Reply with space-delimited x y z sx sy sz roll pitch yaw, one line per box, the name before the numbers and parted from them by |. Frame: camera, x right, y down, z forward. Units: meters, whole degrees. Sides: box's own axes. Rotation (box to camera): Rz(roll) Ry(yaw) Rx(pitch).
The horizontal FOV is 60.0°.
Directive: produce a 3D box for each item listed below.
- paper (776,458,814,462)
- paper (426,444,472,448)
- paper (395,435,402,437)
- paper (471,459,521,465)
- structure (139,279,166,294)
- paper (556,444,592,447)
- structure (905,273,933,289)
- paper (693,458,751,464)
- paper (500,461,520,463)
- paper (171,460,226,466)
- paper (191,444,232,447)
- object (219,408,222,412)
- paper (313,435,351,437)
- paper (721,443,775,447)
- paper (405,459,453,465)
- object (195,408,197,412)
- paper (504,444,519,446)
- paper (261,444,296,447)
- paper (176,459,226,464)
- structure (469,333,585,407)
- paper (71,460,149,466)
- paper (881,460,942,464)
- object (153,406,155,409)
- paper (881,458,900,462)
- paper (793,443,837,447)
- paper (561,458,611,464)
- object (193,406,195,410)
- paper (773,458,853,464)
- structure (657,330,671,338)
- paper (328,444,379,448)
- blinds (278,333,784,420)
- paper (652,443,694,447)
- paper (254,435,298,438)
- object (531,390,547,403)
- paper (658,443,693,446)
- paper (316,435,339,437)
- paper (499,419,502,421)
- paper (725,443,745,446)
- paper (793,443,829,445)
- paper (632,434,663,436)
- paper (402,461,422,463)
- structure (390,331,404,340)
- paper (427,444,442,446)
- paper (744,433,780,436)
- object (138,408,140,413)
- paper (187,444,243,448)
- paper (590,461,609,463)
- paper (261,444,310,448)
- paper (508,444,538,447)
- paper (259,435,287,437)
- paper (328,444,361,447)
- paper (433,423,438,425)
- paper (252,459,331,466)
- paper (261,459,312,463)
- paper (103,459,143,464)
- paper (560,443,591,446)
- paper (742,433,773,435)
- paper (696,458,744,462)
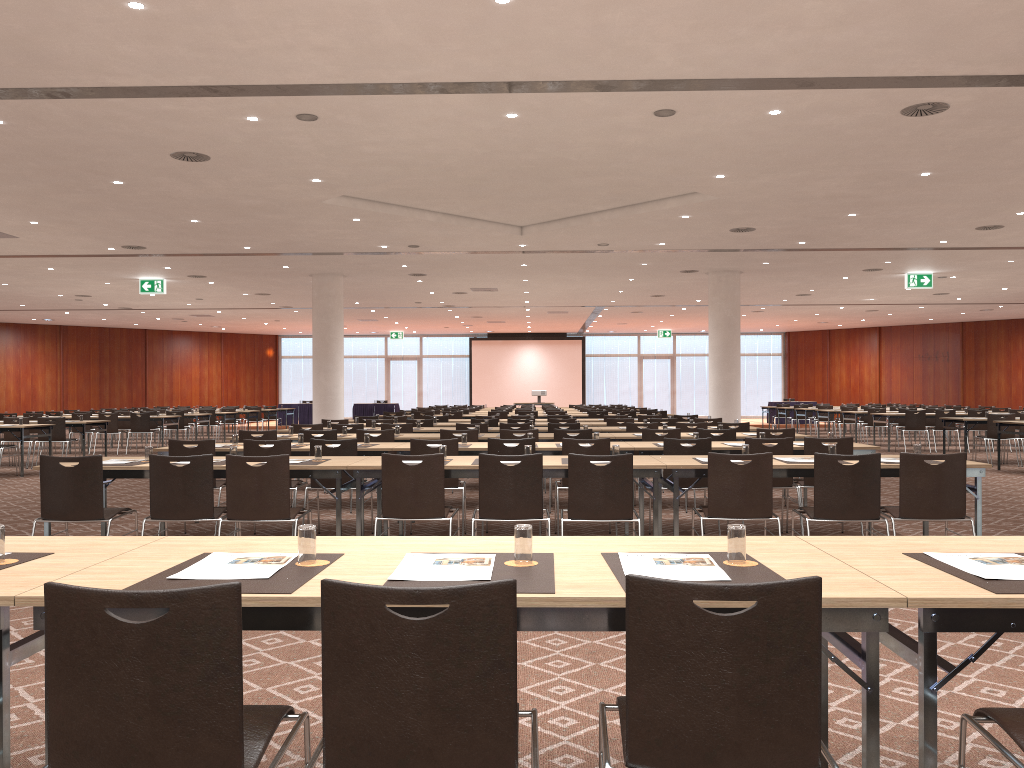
paper | 2.164 0.566 6.649 0.283 0.006 0.398 0 -1 -1
paper | -0.636 0.601 8.627 0.460 0.003 0.565 0 -1 2
paper | -1.571 0.624 10.664 0.460 0.003 0.565 0 -1 2
paper | -0.058 0.580 6.631 0.460 0.003 0.565 0 -1 1
structure | -8.289 -2.250 20.463 0.587 0.346 0.105 0 0 1
paper | 0.658 0.595 8.610 0.460 0.003 0.565 0 -1 1
structure | 9.186 -2.329 20.021 0.587 0.346 0.105 0 0 1
paper | 1.610 0.572 6.607 0.460 0.003 0.565 0 -1 4
paper | -0.075 0.576 6.681 0.283 0.006 0.398 0 -1 2
paper | -2.306 0.590 6.683 0.460 0.003 0.565 0 -1 4
paper | -2.957 0.609 8.778 0.283 0.006 0.398 0 -1 3
object | -8.031 0.723 24.430 0.054 0.114 0.054 0 0 -10
paper | -2.204 0.627 10.706 0.460 0.003 0.565 0 -1 4
paper | 2.302 0.588 8.545 0.460 0.003 0.565 0 -1 1
paper | -0.697 0.582 6.616 0.460 0.003 0.565 0 -1 2
object | -8.698 0.726 24.442 0.054 0.114 0.054 0 0 -10
paper | -0.010 0.595 8.688 0.283 0.006 0.398 0 -1 2
paper | -2.320 0.606 8.760 0.283 0.006 0.398 0 -1 2
paper | -2.365 0.587 6.749 0.283 0.006 0.398 0 -1 4
structure | 0.679 -0.525 39.627 5.158 3.525 0.395 0 0 1
paper | -2.939 0.593 6.679 0.460 0.003 0.565 0 -1 5
paper | 2.885 0.566 6.554 0.460 0.003 0.565 0 -1 1
object | -11.509 0.777 28.524 0.054 0.114 0.054 0 0 -32
paper | 2.829 0.563 6.587 0.283 0.006 0.398 0 -1 1
paper | 2.955 0.585 8.553 0.460 0.003 0.565 0 -1 5
paper | 0.602 0.577 6.636 0.460 0.003 0.565 0 -1 3
object | -10.211 0.771 28.494 0.054 0.114 0.054 0 0 -32
paper | 2.216 0.570 6.590 0.460 0.003 0.565 0 -1 4
structure | 6.537 -2.147 38.033 0.587 0.346 0.105 0 0 1
paper | -1.583 0.606 8.682 0.460 0.003 0.565 0 -1 5
blinds | 0.772 -0.310 40.005 22.852 3.816 0.115 0 0 1
paper | 1.617 0.591 8.582 0.460 0.003 0.565 0 -1 3
paper | -2.861 0.630 10.674 0.460 0.003 0.565 0 -1 1
object | 1.023 0.472 33.382 0.576 0.472 0.614 0 0 1
paper | 1.581 0.588 8.633 0.283 0.006 0.398 0 -1 1
paper | -2.245 0.624 10.743 0.283 0.006 0.398 0 -1 0
paper | -0.435 0.676 16.630 0.460 0.003 0.565 0 -1 5
paper | 2.236 0.585 8.615 0.283 0.006 0.398 0 -1 2
paper | 2.891 0.582 8.605 0.283 0.006 0.398 0 -1 1
paper | 1.691 0.610 10.577 0.460 0.003 0.565 0 -1 1
paper | -0.722 0.579 6.696 0.283 0.006 0.398 0 -1 0
structure | -4.976 -2.095 38.324 0.587 0.346 0.105 0 0 1
paper | -0.696 0.598 8.713 0.283 0.006 0.398 0 -1 3
paper | 3.012 0.604 10.553 0.460 0.003 0.565 0 -1 5
object | -10.301 0.733 24.488 0.054 0.114 0.054 0 0 -32
paper | -2.916 0.612 8.709 0.460 0.003 0.565 0 -1 3
paper | 0.587 0.573 6.668 0.283 0.006 0.398 0 -1 5
paper | -2.252 0.609 8.683 0.460 0.003 0.565 0 -1 0
paper | 0.018 0.598 8.616 0.460 0.003 0.565 0 -1 0
paper | -2.894 0.627 10.755 0.283 0.006 0.398 0 -1 3
paper | -1.658 0.602 8.717 0.283 0.006 0.398 0 -1 3
paper | -1.466 0.662 14.651 0.460 0.003 0.565 0 -1 -2
paper | -1.640 0.587 6.656 0.460 0.003 0.565 0 -1 -1
paper | -1.705 0.584 6.736 0.283 0.006 0.398 0 -1 3
paper | -3.006 0.590 6.767 0.283 0.006 0.398 0 -1 2
paper | 0.617 0.592 8.676 0.283 0.006 0.398 0 -1 1
paper | 2.948 0.600 10.609 0.283 0.006 0.398 0 -1 -1
paper | 1.556 0.569 6.663 0.283 0.006 0.398 0 -1 1
